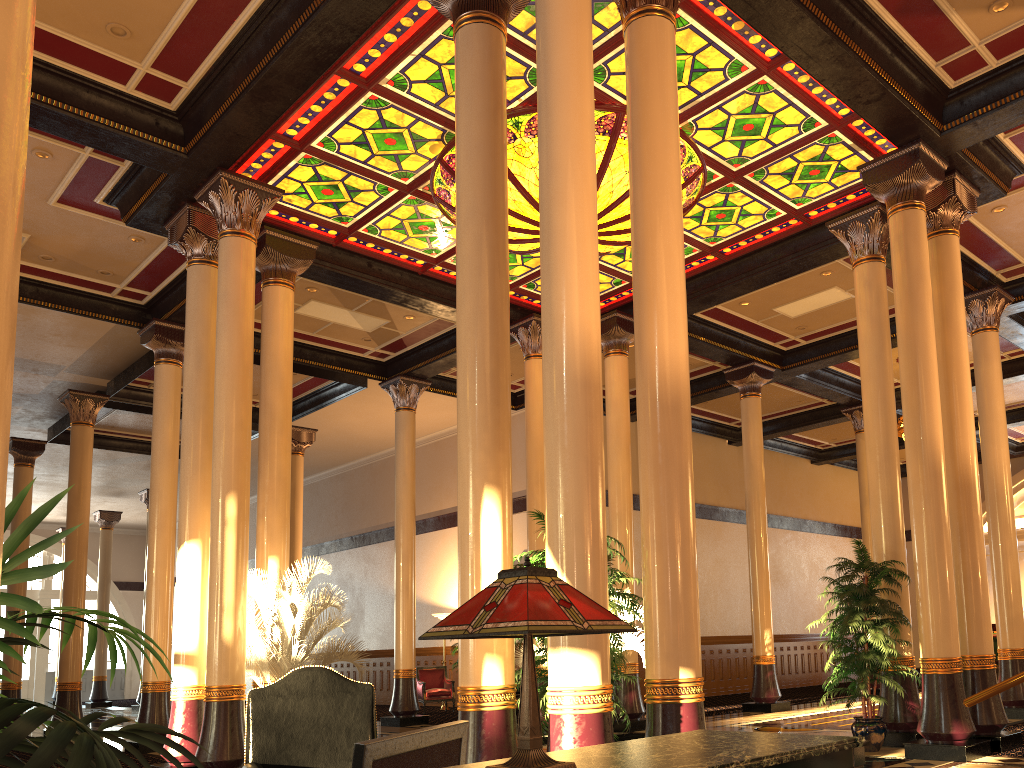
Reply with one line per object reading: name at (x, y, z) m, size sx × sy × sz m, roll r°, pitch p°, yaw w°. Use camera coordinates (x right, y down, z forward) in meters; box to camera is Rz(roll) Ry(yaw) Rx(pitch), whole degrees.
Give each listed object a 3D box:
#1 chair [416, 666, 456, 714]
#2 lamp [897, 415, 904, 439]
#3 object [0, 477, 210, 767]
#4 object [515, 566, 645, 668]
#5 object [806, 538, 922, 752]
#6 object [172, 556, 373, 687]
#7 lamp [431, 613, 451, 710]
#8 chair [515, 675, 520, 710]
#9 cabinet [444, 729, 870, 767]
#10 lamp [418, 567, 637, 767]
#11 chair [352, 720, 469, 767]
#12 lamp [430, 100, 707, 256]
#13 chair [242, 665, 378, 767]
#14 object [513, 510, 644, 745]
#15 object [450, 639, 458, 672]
chair at (-1.534, 6.131, 17.434) m, size 0.704 × 0.898 × 0.643 m, roll 3°, pitch -12°, yaw -22°
lamp at (7.528, 0.447, 15.729) m, size 1.161 × 1.862 × 1.251 m, roll -11°, pitch -14°, yaw 41°
object at (-1.008, 0.843, 1.298) m, size 1.007 × 1.402 × 1.146 m, roll 1°, pitch -12°, yaw -13°
object at (1.250, 3.599, 11.825) m, size 2.168 × 2.220 × 1.791 m, roll 8°, pitch -15°, yaw -39°
object at (3.569, 2.646, 8.836) m, size 1.009 × 2.101 × 1.135 m, roll -8°, pitch -12°, yaw 35°
object at (-2.197, 2.907, 9.142) m, size 2.003 × 2.205 × 1.910 m, roll -10°, pitch -14°, yaw 35°
lamp at (-1.419, 5.849, 18.312) m, size 0.575 × 1.966 × 0.599 m, roll -3°, pitch -8°, yaw 8°
chair at (0.144, 5.691, 16.515) m, size 0.762 × 1.073 × 0.742 m, roll 2°, pitch -11°, yaw -18°
cabinet at (0.276, 1.285, 1.955) m, size 1.319 × 0.845 × 0.538 m, roll 11°, pitch -16°, yaw -42°
lamp at (0.035, 0.588, 1.776) m, size 0.311 × 0.410 × 0.335 m, roll -12°, pitch -15°, yaw 43°
chair at (-0.535, 1.423, 2.385) m, size 0.632 × 0.898 × 0.716 m, roll -5°, pitch -12°, yaw 17°
lamp at (0.623, -1.888, 9.442) m, size 3.154 × 0.587 × 2.938 m, roll 14°, pitch -23°, yaw -43°
chair at (-0.828, 1.733, 3.639) m, size 0.765 × 1.073 × 0.738 m, roll 4°, pitch -12°, yaw -27°
object at (0.425, 1.862, 5.934) m, size 1.071 × 2.101 × 1.071 m, roll -3°, pitch -10°, yaw 6°
object at (-0.752, 5.526, 17.581) m, size 1.071 × 2.101 × 1.071 m, roll -3°, pitch -10°, yaw 6°
